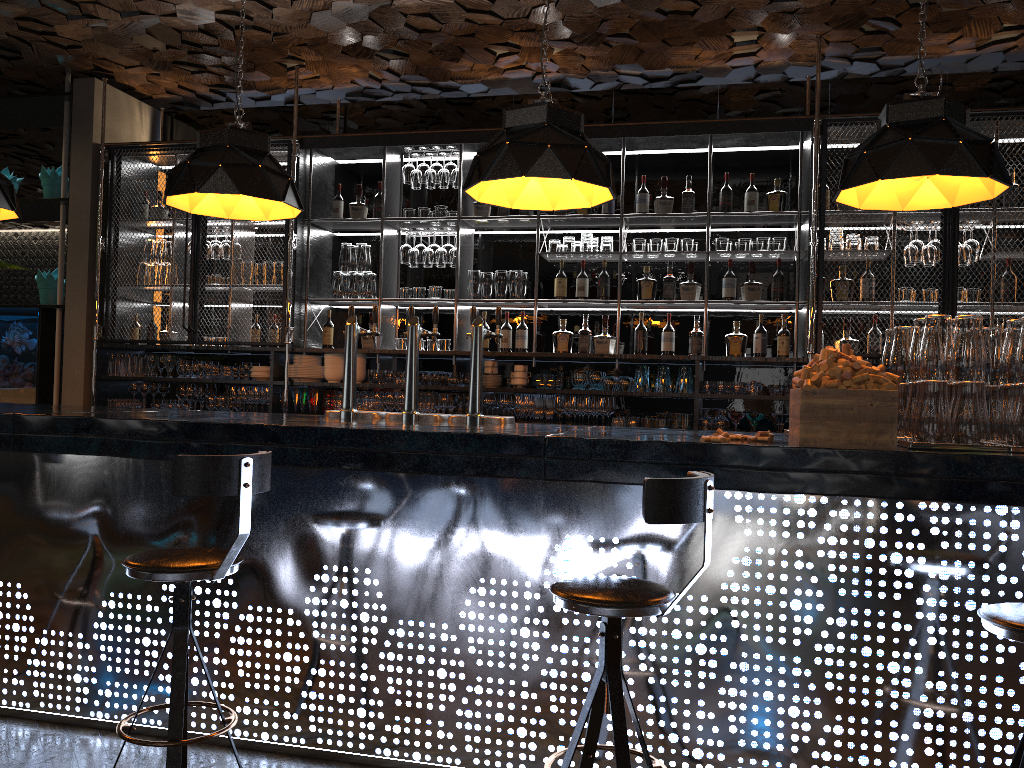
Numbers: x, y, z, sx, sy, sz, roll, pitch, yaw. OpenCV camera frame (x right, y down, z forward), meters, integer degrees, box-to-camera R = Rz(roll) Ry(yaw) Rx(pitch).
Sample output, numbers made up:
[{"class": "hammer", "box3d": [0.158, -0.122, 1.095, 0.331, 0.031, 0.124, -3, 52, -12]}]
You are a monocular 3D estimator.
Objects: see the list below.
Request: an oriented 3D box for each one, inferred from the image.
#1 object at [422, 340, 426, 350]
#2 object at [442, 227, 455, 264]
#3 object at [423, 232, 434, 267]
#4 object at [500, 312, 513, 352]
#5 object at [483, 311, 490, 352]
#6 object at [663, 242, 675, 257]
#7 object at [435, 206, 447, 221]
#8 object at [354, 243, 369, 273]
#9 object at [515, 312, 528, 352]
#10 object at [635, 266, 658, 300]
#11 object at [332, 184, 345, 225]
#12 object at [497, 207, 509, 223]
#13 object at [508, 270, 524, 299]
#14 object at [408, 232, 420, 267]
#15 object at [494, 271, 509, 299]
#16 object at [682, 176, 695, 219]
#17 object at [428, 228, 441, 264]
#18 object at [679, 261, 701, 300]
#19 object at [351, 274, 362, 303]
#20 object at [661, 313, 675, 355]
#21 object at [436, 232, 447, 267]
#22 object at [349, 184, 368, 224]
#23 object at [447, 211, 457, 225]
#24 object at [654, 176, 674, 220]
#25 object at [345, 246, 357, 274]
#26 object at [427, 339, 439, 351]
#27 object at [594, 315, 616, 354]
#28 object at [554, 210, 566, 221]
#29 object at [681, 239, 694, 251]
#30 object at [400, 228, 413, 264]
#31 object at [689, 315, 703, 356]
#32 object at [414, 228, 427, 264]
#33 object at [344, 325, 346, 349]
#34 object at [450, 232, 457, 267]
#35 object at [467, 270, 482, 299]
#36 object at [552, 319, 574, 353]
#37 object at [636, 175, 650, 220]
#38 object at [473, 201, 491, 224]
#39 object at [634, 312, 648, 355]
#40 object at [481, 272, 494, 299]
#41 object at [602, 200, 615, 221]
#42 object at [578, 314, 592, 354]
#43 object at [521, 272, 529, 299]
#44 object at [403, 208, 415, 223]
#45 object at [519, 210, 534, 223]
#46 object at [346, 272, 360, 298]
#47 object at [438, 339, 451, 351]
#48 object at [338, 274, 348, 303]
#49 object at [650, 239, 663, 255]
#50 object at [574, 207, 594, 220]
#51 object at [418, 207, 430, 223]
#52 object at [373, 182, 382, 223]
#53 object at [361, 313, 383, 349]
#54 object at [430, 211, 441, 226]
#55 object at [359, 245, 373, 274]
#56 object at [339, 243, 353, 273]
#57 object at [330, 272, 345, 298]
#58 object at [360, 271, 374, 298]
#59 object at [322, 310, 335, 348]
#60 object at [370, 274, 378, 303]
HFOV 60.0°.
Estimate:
[{"class": "object", "box3d": [-0.674, -0.273, 6.474, 0.089, 0.092, 0.089, 2, -1, -15]}, {"class": "object", "box3d": [-0.447, -0.970, 6.229, 0.092, 0.244, 0.092, 2, -1, -26]}, {"class": "object", "box3d": [-0.606, -0.973, 6.436, 0.092, 0.244, 0.092, 2, -1, -26]}, {"class": "object", "box3d": [-0.039, -0.360, 6.247, 0.086, 0.298, 0.086, 2, -1, -28]}, {"class": "object", "box3d": [-0.198, -0.363, 6.258, 0.086, 0.299, 0.086, 2, -1, -28]}, {"class": "object", "box3d": [1.073, -0.914, 6.033, 0.089, 0.092, 0.089, 2, -1, 13]}, {"class": "object", "box3d": [-0.502, -1.205, 6.264, 0.089, 0.092, 0.089, 2, -1, -18]}, {"class": "object", "box3d": [-1.099, -0.920, 6.475, 0.105, 0.209, 0.105, 2, -1, -32]}, {"class": "object", "box3d": [0.071, -0.356, 6.196, 0.086, 0.298, 0.086, 2, -1, -28]}, {"class": "object", "box3d": [0.908, -0.670, 5.995, 0.151, 0.248, 0.094, 2, -1, 2]}, {"class": "object", "box3d": [-1.282, -1.330, 6.559, 0.086, 0.298, 0.086, 2, -1, -28]}, {"class": "object", "box3d": [-0.057, -1.280, 6.236, 0.083, 0.282, 0.083, 2, -1, -2]}, {"class": "object", "box3d": [0.026, -0.679, 6.144, 0.105, 0.209, 0.105, 2, -1, -32]}, {"class": "object", "box3d": [-0.713, -0.976, 6.461, 0.092, 0.244, 0.092, 2, -1, -26]}, {"class": "object", "box3d": [-0.073, -0.682, 6.193, 0.105, 0.209, 0.105, 2, -1, -32]}, {"class": "object", "box3d": [1.182, -1.251, 5.942, 0.083, 0.282, 0.083, 2, -1, 13]}, {"class": "object", "box3d": [-0.548, -0.973, 6.253, 0.092, 0.244, 0.092, 2, -1, -26]}, {"class": "object", "box3d": [1.191, -0.677, 5.915, 0.123, 0.279, 0.123, 1, -1, 27]}, {"class": "object", "box3d": [-1.143, -0.711, 6.586, 0.105, 0.209, 0.105, 2, -1, -32]}, {"class": "object", "box3d": [1.052, -0.328, 5.963, 0.086, 0.298, 0.086, 2, -1, -28]}, {"class": "object", "box3d": [-0.510, -0.970, 6.413, 0.092, 0.244, 0.092, 2, -1, -26]}, {"class": "object", "box3d": [-1.119, -1.315, 6.474, 0.123, 0.279, 0.123, 2, -1, 2]}, {"class": "object", "box3d": [-0.430, -1.201, 6.436, 0.089, 0.092, 0.089, 2, -1, -18]}, {"class": "object", "box3d": [1.022, -1.253, 5.966, 0.123, 0.279, 0.123, 2, -1, 2]}, {"class": "object", "box3d": [-1.194, -0.921, 6.603, 0.105, 0.209, 0.105, 2, -1, -32]}, {"class": "object", "box3d": [-0.567, -0.271, 6.361, 0.089, 0.092, 0.089, 2, -1, 24]}, {"class": "object", "box3d": [0.634, -0.330, 6.041, 0.123, 0.279, 0.123, 1, -1, 27]}, {"class": "object", "box3d": [0.337, -1.275, 6.143, 0.083, 0.282, 0.083, 2, -1, -2]}, {"class": "object", "box3d": [1.165, -0.913, 5.899, 0.089, 0.092, 0.089, 2, -1, -32]}, {"class": "object", "box3d": [-0.751, -0.979, 6.301, 0.092, 0.244, 0.092, 2, -1, -26]}, {"class": "object", "box3d": [1.228, -0.315, 5.914, 0.083, 0.282, 0.083, 2, -1, -2]}, {"class": "object", "box3d": [-0.644, -0.976, 6.276, 0.092, 0.244, 0.092, 2, -1, -26]}, {"class": "object", "box3d": [-1.172, -0.393, 6.457, 0.086, 0.297, 0.086, 2, -1, -43]}, {"class": "object", "box3d": [-0.409, -0.967, 6.389, 0.092, 0.244, 0.092, 2, -1, -26]}, {"class": "object", "box3d": [-0.265, -0.688, 6.210, 0.105, 0.209, 0.105, 2, -1, -32]}, {"class": "object", "box3d": [0.351, -0.322, 6.121, 0.151, 0.248, 0.094, 2, -1, 2]}, {"class": "object", "box3d": [0.890, -1.267, 6.019, 0.086, 0.298, 0.086, 2, -1, -28]}, {"class": "object", "box3d": [-0.210, -1.282, 6.274, 0.123, 0.279, 0.123, 2, -1, 2]}, {"class": "object", "box3d": [0.869, -0.334, 5.973, 0.086, 0.297, 0.086, 2, -1, -43]}, {"class": "object", "box3d": [-0.177, -0.684, 6.308, 0.105, 0.209, 0.105, 2, -1, -32]}, {"class": "object", "box3d": [0.663, -1.273, 6.079, 0.086, 0.298, 0.086, 2, -1, -28]}, {"class": "object", "box3d": [0.502, -0.336, 6.086, 0.083, 0.282, 0.083, 2, -1, 13]}, {"class": "object", "box3d": [0.063, -0.677, 6.247, 0.105, 0.209, 0.105, 2, -1, -32]}, {"class": "object", "box3d": [-0.742, -1.211, 6.396, 0.089, 0.092, 0.089, 2, -1, -18]}, {"class": "object", "box3d": [0.105, -1.275, 6.198, 0.083, 0.282, 0.083, 1, -1, 28]}, {"class": "object", "box3d": [-1.161, -0.713, 6.478, 0.105, 0.209, 0.105, 2, -1, -32]}, {"class": "object", "box3d": [-0.478, -0.269, 6.275, 0.089, 0.092, 0.089, 2, -1, 24]}, {"class": "object", "box3d": [-1.260, -0.714, 6.621, 0.105, 0.209, 0.105, 2, -1, -32]}, {"class": "object", "box3d": [0.965, -0.919, 5.936, 0.089, 0.092, 0.089, 2, -1, -23]}, {"class": "object", "box3d": [0.492, -1.253, 6.105, 0.151, 0.248, 0.094, 2, -1, 17]}, {"class": "object", "box3d": [-0.630, -1.208, 6.346, 0.089, 0.092, 0.089, 2, -1, -18]}, {"class": "object", "box3d": [-0.964, -1.322, 6.455, 0.086, 0.299, 0.086, 2, -1, -28]}, {"class": "object", "box3d": [-1.017, -0.378, 6.432, 0.123, 0.279, 0.123, 1, -1, 27]}, {"class": "object", "box3d": [-0.554, -1.204, 6.454, 0.089, 0.092, 0.089, 2, -1, 24]}, {"class": "object", "box3d": [-1.082, -0.918, 6.564, 0.105, 0.209, 0.105, 2, -1, -32]}, {"class": "object", "box3d": [-1.214, -0.923, 6.493, 0.105, 0.209, 0.105, 2, -1, -32]}, {"class": "object", "box3d": [-1.277, -0.716, 6.505, 0.105, 0.209, 0.105, 2, -1, -32]}, {"class": "object", "box3d": [-1.052, -0.710, 6.439, 0.105, 0.209, 0.105, 2, -1, -32]}, {"class": "object", "box3d": [-1.351, -0.397, 6.532, 0.086, 0.299, 0.086, 2, -1, -28]}, {"class": "object", "box3d": [-1.039, -0.708, 6.550, 0.105, 0.209, 0.105, 2, -1, -32]}]
